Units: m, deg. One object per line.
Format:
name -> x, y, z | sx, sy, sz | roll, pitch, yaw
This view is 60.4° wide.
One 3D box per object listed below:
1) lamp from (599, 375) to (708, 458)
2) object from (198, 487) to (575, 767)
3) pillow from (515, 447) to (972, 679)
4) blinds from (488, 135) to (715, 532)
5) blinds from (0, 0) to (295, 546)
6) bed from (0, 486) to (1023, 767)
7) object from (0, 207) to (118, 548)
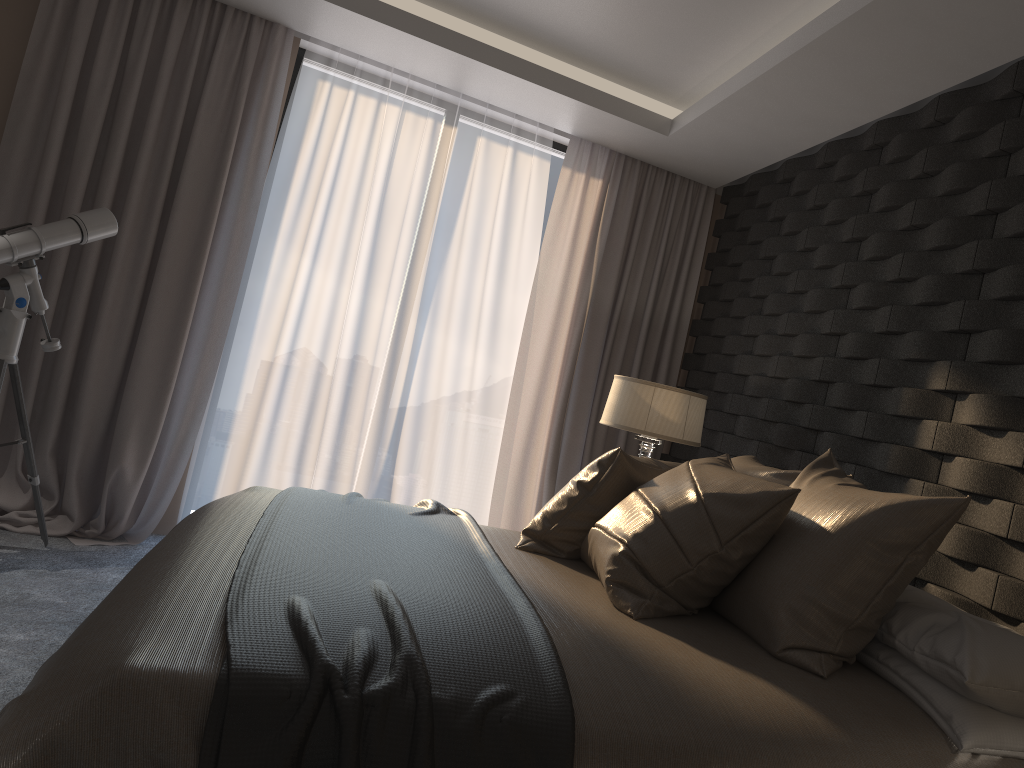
lamp -> 0.598, 0.315, 3.952 | 0.451, 0.631, 0.480 | 13, -1, 20
object -> -0.362, 0.537, 2.247 | 0.634, 0.322, 1.999 | 13, 0, -11
pillow -> 0.536, 0.359, 2.526 | 0.920, 0.519, 1.229 | 13, 0, -10
blinds -> 0.538, -0.115, 4.931 | 1.041, 2.643, 0.326 | 14, -2, -24
blinds -> -1.730, -0.640, 3.862 | 1.091, 2.644, 0.344 | 14, -2, -23
bed -> 0.035, 0.814, 2.365 | 2.352, 0.624, 2.233 | 13, 0, -13
object -> -1.940, -0.058, 3.235 | 0.640, 1.407, 0.573 | 14, -2, -21
